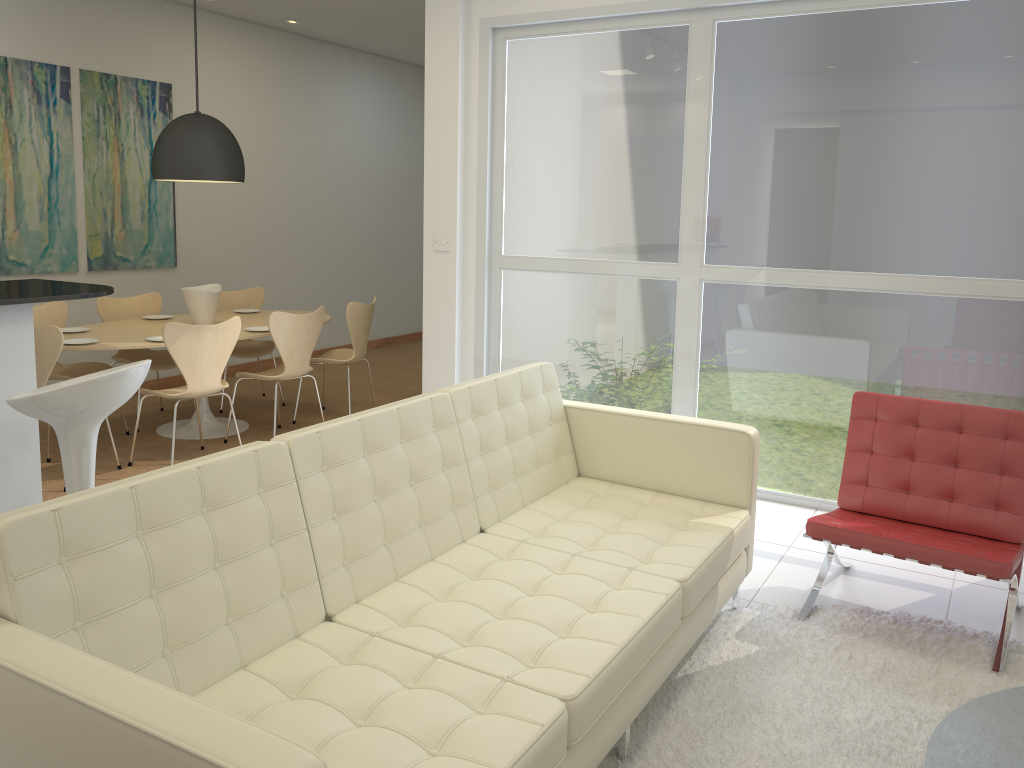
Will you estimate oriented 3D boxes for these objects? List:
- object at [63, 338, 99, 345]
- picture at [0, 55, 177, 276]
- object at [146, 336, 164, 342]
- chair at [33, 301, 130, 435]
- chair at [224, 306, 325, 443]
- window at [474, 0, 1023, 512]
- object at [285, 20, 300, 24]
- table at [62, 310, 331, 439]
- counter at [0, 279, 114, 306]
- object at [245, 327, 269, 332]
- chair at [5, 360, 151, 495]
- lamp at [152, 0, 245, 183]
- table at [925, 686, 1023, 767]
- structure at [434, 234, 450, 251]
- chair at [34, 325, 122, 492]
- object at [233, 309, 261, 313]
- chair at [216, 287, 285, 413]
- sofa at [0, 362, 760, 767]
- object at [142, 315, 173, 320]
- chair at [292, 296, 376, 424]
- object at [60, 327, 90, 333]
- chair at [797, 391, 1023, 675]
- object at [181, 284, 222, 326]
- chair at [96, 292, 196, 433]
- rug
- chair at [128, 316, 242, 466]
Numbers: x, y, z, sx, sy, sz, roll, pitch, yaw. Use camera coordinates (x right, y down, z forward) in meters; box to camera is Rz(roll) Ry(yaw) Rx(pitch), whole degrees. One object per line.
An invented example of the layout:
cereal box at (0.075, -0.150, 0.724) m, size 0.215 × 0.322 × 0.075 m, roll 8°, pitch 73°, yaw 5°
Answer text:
object at (-2.548, -0.246, 5.207) m, size 0.211 × 0.015 × 0.211 m, roll -7°, pitch 14°, yaw -38°
picture at (-3.251, -1.594, 6.634) m, size 0.020 × 1.495 × 1.749 m, roll 6°, pitch 10°, yaw 29°
object at (-2.116, -0.273, 5.395) m, size 0.210 × 0.015 × 0.212 m, roll -6°, pitch 13°, yaw -33°
chair at (-2.872, -0.066, 5.729) m, size 0.516 × 0.899 × 0.525 m, roll 3°, pitch 9°, yaw 9°
chair at (-1.545, -0.064, 5.871) m, size 0.517 × 0.899 × 0.524 m, roll 6°, pitch 10°, yaw 29°
window at (1.292, -0.707, 4.782) m, size 3.442 × 2.693 × 0.122 m, roll 7°, pitch 9°, yaw 29°
object at (-1.967, -3.244, 7.929) m, size 0.129 × 0.010 × 0.130 m, roll -2°, pitch 11°, yaw -15°
table at (-2.161, -0.046, 6.157) m, size 1.283 × 0.723 × 2.276 m, roll 7°, pitch 12°, yaw 30°
counter at (-2.485, -0.176, 2.393) m, size 0.737 × 0.019 × 2.983 m, roll 7°, pitch 13°, yaw 29°
object at (-1.675, -0.363, 5.910) m, size 0.210 × 0.015 × 0.212 m, roll -2°, pitch 11°, yaw -14°
chair at (-1.475, 0.424, 3.047) m, size 0.465 × 1.013 × 0.460 m, roll 4°, pitch 9°, yaw 15°
lamp at (-2.098, -2.103, 5.887) m, size 0.596 × 1.482 × 0.597 m, roll 6°, pitch 10°, yaw 31°
table at (1.559, 1.081, 1.568) m, size 1.541 × 0.401 × 1.329 m, roll 7°, pitch 12°, yaw 28°
structure at (-0.443, -0.892, 5.582) m, size 0.114 × 0.104 × 0.013 m, roll 7°, pitch 9°, yaw 29°
chair at (-2.597, 0.087, 4.970) m, size 0.521 × 0.899 × 0.520 m, roll 3°, pitch 9°, yaw 14°
object at (-2.072, -0.568, 6.922) m, size 0.210 × 0.015 × 0.212 m, roll 3°, pitch 11°, yaw 7°
chair at (-2.129, -0.288, 6.960) m, size 0.522 × 0.899 × 0.519 m, roll -5°, pitch 11°, yaw -36°
sofa at (-0.097, 0.582, 2.592) m, size 1.003 × 0.915 × 2.581 m, roll 7°, pitch 12°, yaw 29°
object at (-2.569, -0.481, 6.419) m, size 0.211 × 0.015 × 0.211 m, roll -9°, pitch 15°, yaw -42°
chair at (-1.270, -0.184, 6.520) m, size 0.516 × 0.899 × 0.525 m, roll 3°, pitch 9°, yaw 13°
object at (-2.820, -0.342, 5.672) m, size 0.211 × 0.015 × 0.211 m, roll -7°, pitch 14°, yaw -38°
chair at (1.599, 0.510, 3.461) m, size 0.702 × 0.810 × 0.710 m, roll 8°, pitch 11°, yaw 34°
object at (-2.132, -0.541, 6.092) m, size 0.271 × 0.278 × 0.263 m, roll -3°, pitch 10°, yaw -25°
chair at (-2.623, -0.180, 6.344) m, size 0.517 × 0.899 × 0.524 m, roll 7°, pitch 10°, yaw 33°
rug at (0.866, 1.186, 1.995) m, size 2.450 × 0.004 × 3.348 m, roll 8°, pitch 13°, yaw 30°
chair at (-1.925, 0.044, 5.267) m, size 0.517 × 0.899 × 0.524 m, roll 8°, pitch 11°, yaw 36°
